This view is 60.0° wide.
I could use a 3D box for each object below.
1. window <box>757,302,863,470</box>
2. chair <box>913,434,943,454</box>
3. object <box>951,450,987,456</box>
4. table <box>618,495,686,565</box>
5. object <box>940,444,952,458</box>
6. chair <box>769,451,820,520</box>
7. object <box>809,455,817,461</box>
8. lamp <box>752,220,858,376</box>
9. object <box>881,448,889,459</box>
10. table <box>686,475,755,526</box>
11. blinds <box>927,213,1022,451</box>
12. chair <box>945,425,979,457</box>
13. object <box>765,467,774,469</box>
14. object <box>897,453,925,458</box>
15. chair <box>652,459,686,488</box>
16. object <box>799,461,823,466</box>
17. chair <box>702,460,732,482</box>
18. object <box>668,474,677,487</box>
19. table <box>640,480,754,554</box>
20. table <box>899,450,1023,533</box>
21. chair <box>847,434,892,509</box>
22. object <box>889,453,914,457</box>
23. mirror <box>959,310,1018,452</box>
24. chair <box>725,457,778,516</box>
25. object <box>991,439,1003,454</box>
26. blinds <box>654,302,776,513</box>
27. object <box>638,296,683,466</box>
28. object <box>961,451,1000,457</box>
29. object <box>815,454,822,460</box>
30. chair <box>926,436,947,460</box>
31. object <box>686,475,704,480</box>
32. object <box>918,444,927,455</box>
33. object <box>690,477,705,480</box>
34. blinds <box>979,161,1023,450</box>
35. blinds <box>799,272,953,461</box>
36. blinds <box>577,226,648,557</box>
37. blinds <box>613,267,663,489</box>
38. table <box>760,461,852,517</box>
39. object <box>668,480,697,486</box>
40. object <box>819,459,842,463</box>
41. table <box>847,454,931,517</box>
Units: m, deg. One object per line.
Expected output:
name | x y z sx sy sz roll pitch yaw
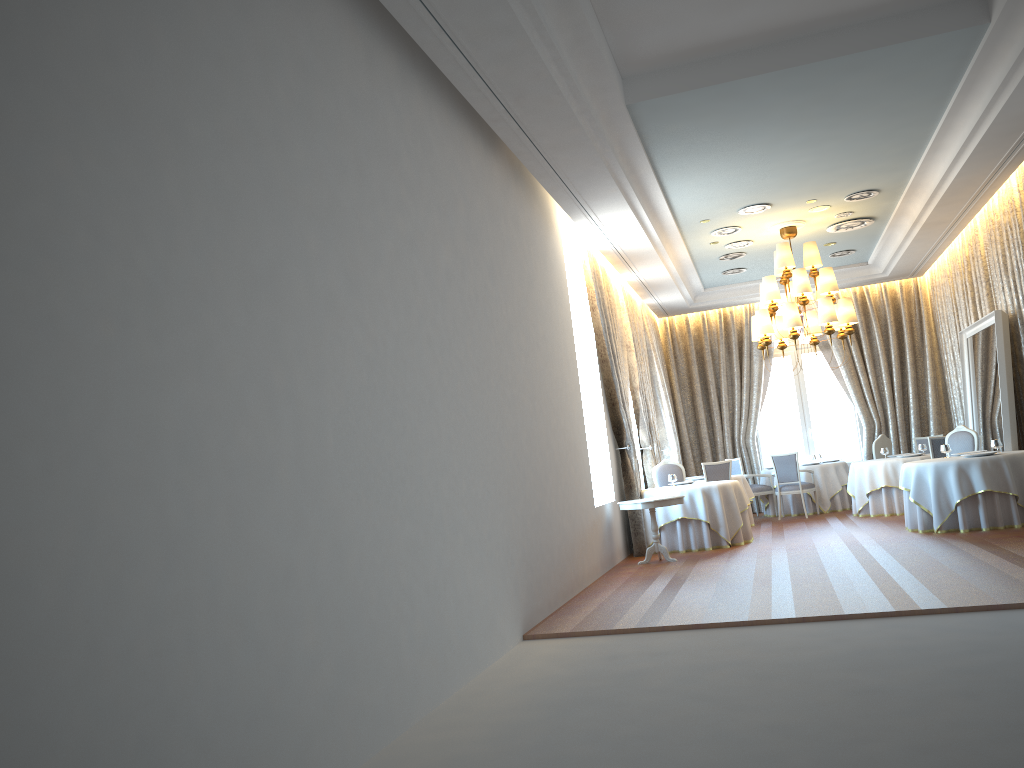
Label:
window | 5.674 -0.022 17.487 1.881 3.306 0.196 -8 -6 16
chair | 7.041 1.434 14.941 0.650 1.108 0.629 -11 -7 36
object | 5.841 0.887 11.329 0.419 0.036 0.419 -8 -6 14
table | 1.757 1.808 10.851 0.761 0.801 0.760 -2 -7 -35
object | 5.508 0.852 11.252 0.128 0.165 0.128 -1 -8 -44
chair | 4.757 1.707 15.033 0.650 1.108 0.629 -10 -7 31
object | 5.418 1.361 15.966 0.128 0.165 0.128 -8 -6 16
lamp | 4.045 -1.218 12.523 1.373 2.121 1.373 -2 -7 -37
object | 6.016 1.115 14.298 0.128 0.165 0.128 -8 -6 16
table | 3.197 2.027 14.797 1.667 0.890 1.663 -8 -6 9
blinds | 7.366 -0.528 14.377 0.238 4.819 4.439 -8 -6 16
chair | 5.856 1.184 11.814 0.690 1.233 0.563 -4 -7 -24
object | 4.785 1.513 16.108 0.419 0.036 0.419 -8 -6 14
object | 6.122 1.094 13.594 0.419 0.036 0.419 -8 -6 14
chair | 2.463 1.713 13.124 0.563 1.233 0.690 -6 -6 -9
object | 5.285 1.409 15.665 0.419 0.036 0.419 -8 -6 14
chair | 3.132 1.756 13.722 0.650 1.108 0.629 -6 -6 -9
object | 2.259 1.355 12.464 0.128 0.165 0.128 -6 -6 -2
table | 2.454 1.846 12.271 1.663 0.890 1.667 -7 -6 4
table | 5.673 1.331 10.905 1.663 0.890 1.667 -7 -6 4
chair | 6.219 1.516 15.354 0.563 1.233 0.690 -3 -7 -34
object | 6.314 1.155 14.389 0.419 0.036 0.419 -8 -6 14
mirror | 6.571 0.410 12.241 0.385 2.564 2.251 -8 -6 16
chair | 4.288 1.856 15.927 0.629 1.108 0.650 -4 -6 -19
object | 5.838 0.753 10.674 0.128 0.165 0.128 -8 -6 16
blinds | 4.151 0.188 17.487 2.535 4.901 0.386 -8 -6 16
object | 2.868 0.305 16.757 0.386 4.901 2.121 -8 -6 16
object | 5.549 0.834 10.508 0.419 0.036 0.419 -8 -6 14
object | 5.650 1.374 16.342 0.128 0.165 0.128 -8 -6 16
chair | 6.173 1.324 12.952 0.650 1.108 0.629 -5 -6 -14
object | 3.135 1.619 15.310 0.419 0.036 0.419 -8 -6 14
object | 6.389 1.019 13.789 0.128 0.165 0.128 -8 -6 16
object | 3.075 1.528 14.384 0.419 0.036 0.419 -8 -6 14
blinds | 6.146 -0.830 10.189 0.238 4.819 4.439 -8 -6 16
blinds | 6.891 -0.210 16.712 2.476 4.901 0.386 -8 -6 16
blinds | 1.484 -0.050 12.334 0.315 4.930 2.204 -8 -6 16
blinds | 2.193 0.117 14.683 0.335 4.969 2.257 -8 -6 16
table | 5.349 1.913 16.066 1.667 0.890 1.663 -11 -7 34
object | 2.450 1.426 12.729 0.419 0.036 0.419 -8 -6 14
object | 5.762 1.392 16.026 0.419 0.036 0.419 -8 -6 14
table | 6.168 1.594 13.943 1.663 0.890 1.667 -10 -7 29
